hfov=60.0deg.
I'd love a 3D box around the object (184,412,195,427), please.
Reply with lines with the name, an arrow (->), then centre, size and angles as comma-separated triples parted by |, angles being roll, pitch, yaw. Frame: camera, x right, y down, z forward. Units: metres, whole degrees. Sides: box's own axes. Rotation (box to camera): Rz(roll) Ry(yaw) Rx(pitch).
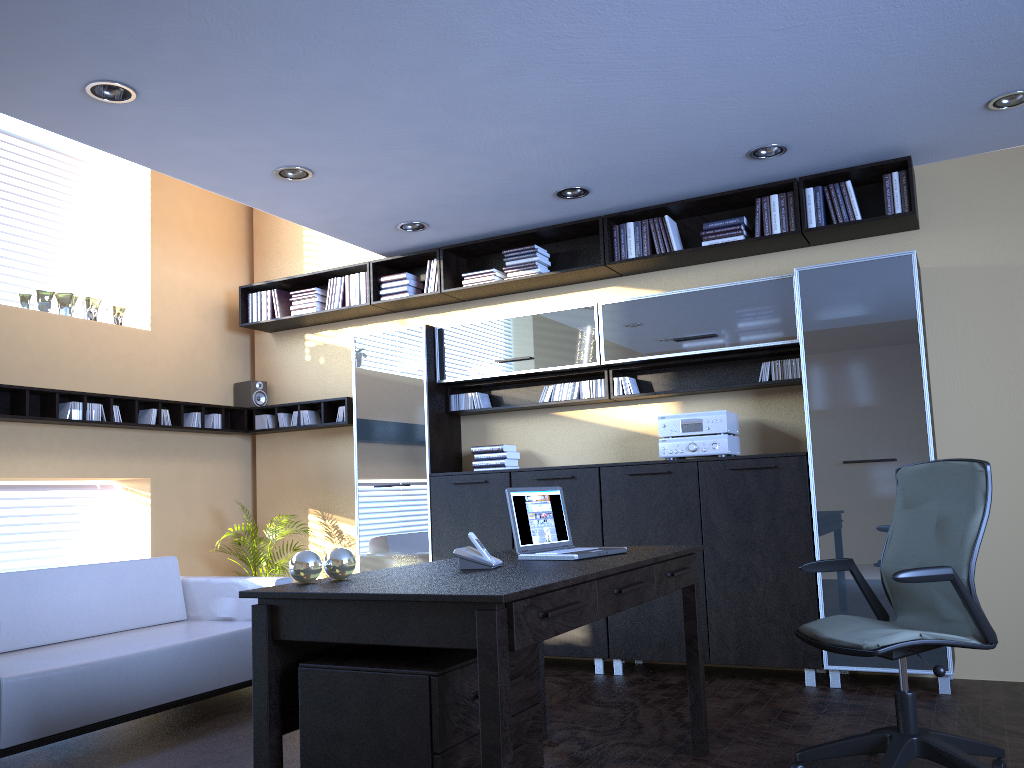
object -> -2.559, 0.287, 6.976 | 0.142, 0.118, 0.040 | -6, -7, 27

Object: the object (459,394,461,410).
object -> -0.350, 0.140, 6.559 | 0.009, 0.120, 0.142 | -5, -7, 27

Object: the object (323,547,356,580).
object -> -0.566, 0.590, 2.912 | 0.105, 0.105, 0.105 | 4, -9, -43

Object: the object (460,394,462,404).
object -> -0.340, 0.139, 6.556 | 0.009, 0.120, 0.142 | -5, -7, 27

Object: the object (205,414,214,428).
object -> -2.466, 0.304, 7.144 | 0.142, 0.118, 0.040 | -6, -7, 27

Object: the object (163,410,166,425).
object -> -2.686, 0.259, 6.729 | 0.142, 0.119, 0.030 | -6, -7, 27

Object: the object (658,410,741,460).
object -> 1.176, 0.330, 5.572 | 0.430, 0.281, 0.363 | -6, -8, 27

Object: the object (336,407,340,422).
object -> -1.344, 0.249, 7.075 | 0.040, 0.118, 0.142 | -5, -7, 27

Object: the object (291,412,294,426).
object -> -1.758, 0.293, 7.288 | 0.040, 0.118, 0.142 | -5, -7, 27

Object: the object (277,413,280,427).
object -> -1.884, 0.306, 7.353 | 0.030, 0.119, 0.142 | -5, -7, 27

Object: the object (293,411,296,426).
object -> -1.735, 0.290, 7.277 | 0.030, 0.119, 0.142 | -5, -7, 27

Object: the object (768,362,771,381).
object -> 1.621, -0.071, 5.547 | 0.030, 0.119, 0.142 | -5, -7, 27

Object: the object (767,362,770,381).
object -> 1.617, -0.072, 5.540 | 0.026, 0.117, 0.140 | -5, -7, 27

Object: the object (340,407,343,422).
object -> -1.312, 0.244, 7.059 | 0.030, 0.119, 0.142 | -5, -7, 27

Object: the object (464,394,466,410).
object -> -0.312, 0.136, 6.545 | 0.009, 0.120, 0.142 | -5, -7, 27

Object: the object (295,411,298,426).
object -> -1.717, 0.288, 7.267 | 0.030, 0.119, 0.142 | -5, -7, 27

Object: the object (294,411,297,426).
object -> -1.726, 0.289, 7.272 | 0.030, 0.119, 0.142 | -5, -7, 27

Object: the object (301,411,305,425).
object -> -1.668, 0.282, 7.242 | 0.009, 0.120, 0.142 | -5, -7, 27

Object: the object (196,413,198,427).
object -> -2.540, 0.289, 7.007 | 0.142, 0.119, 0.030 | -6, -7, 27

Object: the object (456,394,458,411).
object -> -0.374, 0.143, 6.579 | 0.009, 0.120, 0.142 | -5, -7, 27

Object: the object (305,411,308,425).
object -> -1.632, 0.278, 7.223 | 0.030, 0.119, 0.142 | -5, -7, 27

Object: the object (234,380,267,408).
object -> -2.222, 0.100, 7.557 | 0.254, 0.229, 0.159 | -7, -8, 37

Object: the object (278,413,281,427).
object -> -1.875, 0.305, 7.349 | 0.030, 0.119, 0.142 | -5, -7, 27

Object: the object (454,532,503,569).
object -> -0.121, 0.593, 3.171 | 0.146, 0.126, 0.130 | -4, -7, 12

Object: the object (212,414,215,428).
object -> -2.459, 0.306, 7.168 | 0.142, 0.120, 0.009 | -6, -7, 27

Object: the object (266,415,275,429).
object -> -1.986, 0.317, 7.406 | 0.040, 0.118, 0.142 | -5, -7, 27

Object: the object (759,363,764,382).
object -> 1.581, -0.066, 5.569 | 0.040, 0.118, 0.142 | -5, -7, 27

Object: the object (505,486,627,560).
object -> 0.224, 0.551, 3.575 | 0.323, 0.282, 0.391 | -7, -8, 37

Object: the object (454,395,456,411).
object -> -0.385, 0.144, 6.578 | 0.009, 0.120, 0.142 | -5, -7, 27

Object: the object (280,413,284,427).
object -> -1.857, 0.303, 7.339 | 0.030, 0.119, 0.142 | -5, -7, 27

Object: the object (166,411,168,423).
object -> -2.676, 0.261, 6.747 | 0.142, 0.119, 0.030 | -6, -7, 27

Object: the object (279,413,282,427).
object -> -1.866, 0.304, 7.344 | 0.030, 0.119, 0.142 | -5, -7, 27

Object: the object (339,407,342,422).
object -> -1.322, 0.245, 7.064 | 0.030, 0.119, 0.142 | -5, -7, 27

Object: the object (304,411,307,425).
object -> -1.641, 0.279, 7.228 | 0.030, 0.119, 0.142 | -5, -7, 27

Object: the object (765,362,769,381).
object -> 1.612, -0.070, 5.553 | 0.030, 0.119, 0.142 | -5, -7, 27

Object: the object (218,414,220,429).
object -> -2.428, 0.310, 7.210 | 0.142, 0.120, 0.009 | -6, -7, 27

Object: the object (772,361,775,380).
object -> 1.645, -0.075, 5.528 | 0.006, 0.118, 0.140 | -5, -7, 27

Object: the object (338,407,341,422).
object -> -1.331, 0.246, 7.068 | 0.030, 0.119, 0.142 | -5, -7, 27

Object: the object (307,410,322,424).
object -> -1.609, 0.277, 7.212 | 0.040, 0.118, 0.142 | -5, -7, 27

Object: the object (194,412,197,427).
object -> -2.547, 0.288, 6.998 | 0.142, 0.119, 0.030 | -6, -7, 27

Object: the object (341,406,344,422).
object -> -1.303, 0.243, 7.054 | 0.030, 0.119, 0.142 | -5, -7, 27

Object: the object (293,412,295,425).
object -> -1.745, 0.291, 7.281 | 0.030, 0.119, 0.142 | -5, -7, 27

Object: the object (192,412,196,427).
object -> -2.554, 0.287, 6.990 | 0.142, 0.119, 0.030 | -6, -7, 27

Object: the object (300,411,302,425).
object -> -1.677, 0.283, 7.247 | 0.009, 0.120, 0.142 | -5, -7, 27

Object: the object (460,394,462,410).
object -> -0.341, 0.139, 6.554 | 0.006, 0.118, 0.140 | -5, -7, 27

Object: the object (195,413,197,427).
object -> -2.544, 0.287, 6.996 | 0.140, 0.117, 0.026 | -6, -7, 27

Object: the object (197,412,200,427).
object -> -2.533, 0.289, 7.014 | 0.142, 0.119, 0.030 | -6, -7, 27

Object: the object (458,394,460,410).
object -> -0.358, 0.141, 6.565 | 0.009, 0.120, 0.142 | -5, -7, 27

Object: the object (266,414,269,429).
object -> -2.008, 0.318, 7.417 | 0.009, 0.120, 0.142 | -5, -7, 27

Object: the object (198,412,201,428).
object -> -2.526, 0.291, 7.034 | 0.142, 0.120, 0.009 | -6, -7, 27

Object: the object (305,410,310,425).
object -> -1.622, 0.277, 7.218 | 0.030, 0.119, 0.142 | -5, -7, 27

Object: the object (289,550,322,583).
object -> -0.661, 0.584, 2.840 | 0.105, 0.105, 0.105 | 4, -9, -43

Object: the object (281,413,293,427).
object -> -1.844, 0.302, 7.332 | 0.040, 0.118, 0.142 | -5, -7, 27

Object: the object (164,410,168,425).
object -> -2.678, 0.260, 6.736 | 0.142, 0.119, 0.030 | -6, -7, 27

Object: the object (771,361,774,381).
object -> 1.639, -0.073, 5.536 | 0.009, 0.120, 0.142 | -5, -7, 27

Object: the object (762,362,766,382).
object -> 1.594, -0.068, 5.562 | 0.030, 0.119, 0.142 | -5, -7, 27

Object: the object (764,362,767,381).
object -> 1.603, -0.069, 5.558 | 0.030, 0.119, 0.142 | -5, -7, 27

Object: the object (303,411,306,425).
object -> -1.650, 0.280, 7.233 | 0.030, 0.119, 0.142 | -5, -7, 27
